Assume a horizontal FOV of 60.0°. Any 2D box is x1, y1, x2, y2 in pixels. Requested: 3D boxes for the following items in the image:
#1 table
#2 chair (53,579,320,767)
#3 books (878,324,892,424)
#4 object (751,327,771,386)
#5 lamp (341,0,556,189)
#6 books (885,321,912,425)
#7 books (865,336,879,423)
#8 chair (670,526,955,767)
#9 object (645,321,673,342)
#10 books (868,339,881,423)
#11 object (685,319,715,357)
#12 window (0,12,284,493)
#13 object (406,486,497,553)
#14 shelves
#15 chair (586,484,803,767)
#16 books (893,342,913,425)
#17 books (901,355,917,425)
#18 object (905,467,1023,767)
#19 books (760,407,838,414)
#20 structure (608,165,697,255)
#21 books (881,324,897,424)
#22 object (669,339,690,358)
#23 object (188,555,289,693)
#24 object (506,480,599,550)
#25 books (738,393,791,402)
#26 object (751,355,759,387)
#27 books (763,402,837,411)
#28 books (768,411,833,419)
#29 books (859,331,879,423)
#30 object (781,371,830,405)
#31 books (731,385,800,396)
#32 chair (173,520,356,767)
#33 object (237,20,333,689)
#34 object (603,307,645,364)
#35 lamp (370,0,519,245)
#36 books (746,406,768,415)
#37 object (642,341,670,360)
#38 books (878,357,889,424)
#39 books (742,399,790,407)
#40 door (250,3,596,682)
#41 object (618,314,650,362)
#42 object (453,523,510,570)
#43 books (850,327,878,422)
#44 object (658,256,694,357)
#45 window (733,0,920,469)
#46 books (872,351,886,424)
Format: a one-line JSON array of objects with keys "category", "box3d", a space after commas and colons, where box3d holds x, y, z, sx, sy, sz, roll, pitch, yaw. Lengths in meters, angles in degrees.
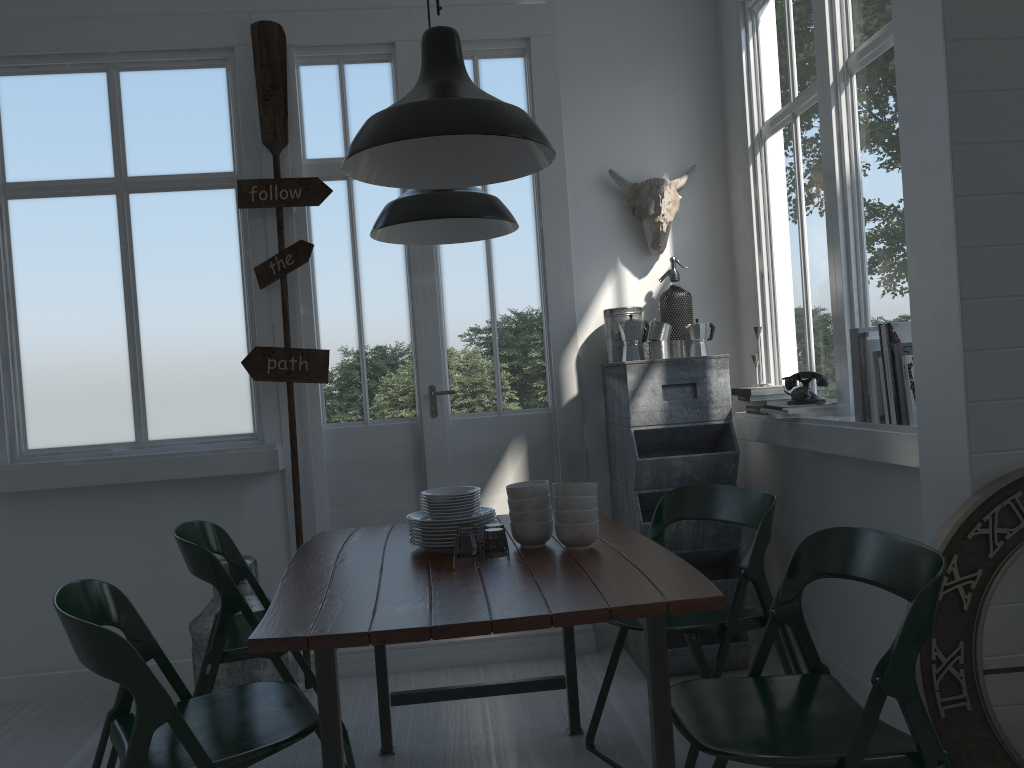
[{"category": "table", "box3d": [-0.098, 0.998, 2.848, 1.171, 0.930, 1.695, -4, 0, -8]}, {"category": "chair", "box3d": [-0.901, 1.033, 2.410, 0.730, 1.007, 0.651, -4, 1, -25]}, {"category": "books", "box3d": [1.389, -0.039, 3.087, 0.194, 0.355, 0.049, -4, 1, -5]}, {"category": "object", "box3d": [1.216, -0.136, 4.357, 0.095, 0.289, 0.095, -4, 1, 13]}, {"category": "lamp", "box3d": [-0.242, -1.415, 2.688, 0.650, 1.499, 0.650, -4, 1, -8]}, {"category": "books", "box3d": [1.398, -0.039, 3.034, 0.204, 0.354, 0.063, -4, 1, -5]}, {"category": "books", "box3d": [1.383, -0.019, 3.195, 0.199, 0.315, 0.025, -4, 1, -5]}, {"category": "chair", "box3d": [0.778, 0.915, 2.262, 0.730, 1.007, 0.651, -4, 1, -5]}, {"category": "object", "box3d": [0.750, -0.261, 4.479, 0.129, 0.126, 0.108, -4, 1, -13]}, {"category": "books", "box3d": [1.386, -0.014, 3.173, 0.194, 0.305, 0.040, -4, 1, -5]}, {"category": "object", "box3d": [0.948, -0.233, 4.483, 0.102, 0.196, 0.161, -3, 1, 44]}, {"category": "window", "box3d": [-2.019, -0.698, 4.568, 1.482, 2.399, 0.254, -4, 1, -5]}, {"category": "object", "box3d": [-0.202, 0.454, 2.981, 0.306, 0.195, 0.300, -4, 0, 31]}, {"category": "shelves", "box3d": [0.816, 0.633, 4.489, 0.513, 1.516, 0.679, -4, 1, -5]}, {"category": "chair", "box3d": [0.679, 0.920, 3.365, 0.730, 1.007, 0.651, -4, 1, -25]}, {"category": "books", "box3d": [1.391, -0.003, 3.001, 0.166, 0.283, 0.061, -4, 1, -5]}, {"category": "books", "box3d": [1.395, 0.019, 2.966, 0.148, 0.240, 0.058, -4, 1, -5]}, {"category": "object", "box3d": [1.686, 0.769, 2.400, 1.111, 1.138, 0.585, -4, 1, -20]}, {"category": "books", "box3d": [1.272, 0.114, 3.934, 0.231, 0.017, 0.307, -4, 0, -7]}, {"category": "structure", "box3d": [0.779, -0.940, 4.765, 0.491, 0.471, 0.189, -4, 1, -2]}, {"category": "books", "box3d": [1.394, -0.038, 3.064, 0.194, 0.353, 0.070, -4, 1, -5]}, {"category": "object", "box3d": [0.855, -0.178, 4.566, 0.129, 0.096, 0.108, -4, 1, 45]}, {"category": "object", "box3d": [-1.296, 1.188, 4.221, 0.450, 0.725, 0.451, -4, 1, -25]}, {"category": "object", "box3d": [0.132, 0.420, 2.869, 0.309, 0.216, 0.149, -4, 1, 28]}, {"category": "books", "box3d": [1.247, 0.059, 4.266, 0.262, 0.028, 0.320, -4, 0, 5]}, {"category": "object", "box3d": [1.250, -0.004, 4.514, 0.095, 0.289, 0.095, -4, 1, 13]}, {"category": "books", "box3d": [1.279, 0.097, 3.932, 0.250, 0.014, 0.311, -4, 0, 1]}, {"category": "books", "box3d": [1.272, 0.131, 3.929, 0.232, 0.017, 0.313, -4, 0, 10]}, {"category": "books", "box3d": [1.374, -0.027, 3.226, 0.187, 0.333, 0.060, -4, 1, -5]}, {"category": "object", "box3d": [1.305, 0.016, 3.960, 0.171, 0.146, 0.203, -4, 0, -1]}, {"category": "books", "box3d": [1.218, 0.031, 4.274, 0.236, 0.035, 0.296, -4, 0, -3]}, {"category": "chair", "box3d": [-0.997, 1.038, 3.480, 0.730, 1.007, 0.651, -4, 1, -15]}, {"category": "object", "box3d": [-1.129, -0.193, 4.522, 0.413, 3.422, 0.361, -3, 1, 28]}, {"category": "object", "box3d": [0.597, -0.256, 4.705, 0.205, 0.290, 0.205, -4, 1, -3]}, {"category": "lamp", "box3d": [-0.346, -1.410, 3.863, 0.650, 1.499, 0.649, -3, 1, 40]}, {"category": "books", "box3d": [1.294, 0.118, 4.271, 0.236, 0.040, 0.320, -4, 0, -3]}, {"category": "object", "box3d": [0.735, -0.169, 4.482, 0.129, 0.096, 0.108, -4, 1, 25]}, {"category": "books", "box3d": [1.359, 0.021, 3.101, 0.122, 0.240, 0.054, -4, 1, -5]}, {"category": "books", "box3d": [1.282, 0.085, 4.279, 0.236, 0.028, 0.299, -4, 0, -7]}, {"category": "door", "box3d": [-0.444, -0.259, 4.709, 1.609, 3.481, 0.254, -4, 1, -5]}, {"category": "object", "box3d": [0.630, -0.234, 4.528, 0.205, 0.249, 0.130, -4, 1, -14]}, {"category": "object", "box3d": [-0.095, 0.494, 2.727, 0.172, 0.098, 0.241, -4, 0, -1]}, {"category": "books", "box3d": [1.370, -0.036, 3.288, 0.194, 0.351, 0.065, -4, 1, -5]}, {"category": "object", "box3d": [0.879, -0.407, 4.744, 0.172, 0.552, 0.171, -4, 1, 20]}, {"category": "window", "box3d": [1.276, -0.928, 3.655, 0.254, 2.399, 1.872, -4, 1, -5]}, {"category": "books", "box3d": [1.359, 0.010, 3.131, 0.137, 0.262, 0.056, -4, 1, -5]}]
